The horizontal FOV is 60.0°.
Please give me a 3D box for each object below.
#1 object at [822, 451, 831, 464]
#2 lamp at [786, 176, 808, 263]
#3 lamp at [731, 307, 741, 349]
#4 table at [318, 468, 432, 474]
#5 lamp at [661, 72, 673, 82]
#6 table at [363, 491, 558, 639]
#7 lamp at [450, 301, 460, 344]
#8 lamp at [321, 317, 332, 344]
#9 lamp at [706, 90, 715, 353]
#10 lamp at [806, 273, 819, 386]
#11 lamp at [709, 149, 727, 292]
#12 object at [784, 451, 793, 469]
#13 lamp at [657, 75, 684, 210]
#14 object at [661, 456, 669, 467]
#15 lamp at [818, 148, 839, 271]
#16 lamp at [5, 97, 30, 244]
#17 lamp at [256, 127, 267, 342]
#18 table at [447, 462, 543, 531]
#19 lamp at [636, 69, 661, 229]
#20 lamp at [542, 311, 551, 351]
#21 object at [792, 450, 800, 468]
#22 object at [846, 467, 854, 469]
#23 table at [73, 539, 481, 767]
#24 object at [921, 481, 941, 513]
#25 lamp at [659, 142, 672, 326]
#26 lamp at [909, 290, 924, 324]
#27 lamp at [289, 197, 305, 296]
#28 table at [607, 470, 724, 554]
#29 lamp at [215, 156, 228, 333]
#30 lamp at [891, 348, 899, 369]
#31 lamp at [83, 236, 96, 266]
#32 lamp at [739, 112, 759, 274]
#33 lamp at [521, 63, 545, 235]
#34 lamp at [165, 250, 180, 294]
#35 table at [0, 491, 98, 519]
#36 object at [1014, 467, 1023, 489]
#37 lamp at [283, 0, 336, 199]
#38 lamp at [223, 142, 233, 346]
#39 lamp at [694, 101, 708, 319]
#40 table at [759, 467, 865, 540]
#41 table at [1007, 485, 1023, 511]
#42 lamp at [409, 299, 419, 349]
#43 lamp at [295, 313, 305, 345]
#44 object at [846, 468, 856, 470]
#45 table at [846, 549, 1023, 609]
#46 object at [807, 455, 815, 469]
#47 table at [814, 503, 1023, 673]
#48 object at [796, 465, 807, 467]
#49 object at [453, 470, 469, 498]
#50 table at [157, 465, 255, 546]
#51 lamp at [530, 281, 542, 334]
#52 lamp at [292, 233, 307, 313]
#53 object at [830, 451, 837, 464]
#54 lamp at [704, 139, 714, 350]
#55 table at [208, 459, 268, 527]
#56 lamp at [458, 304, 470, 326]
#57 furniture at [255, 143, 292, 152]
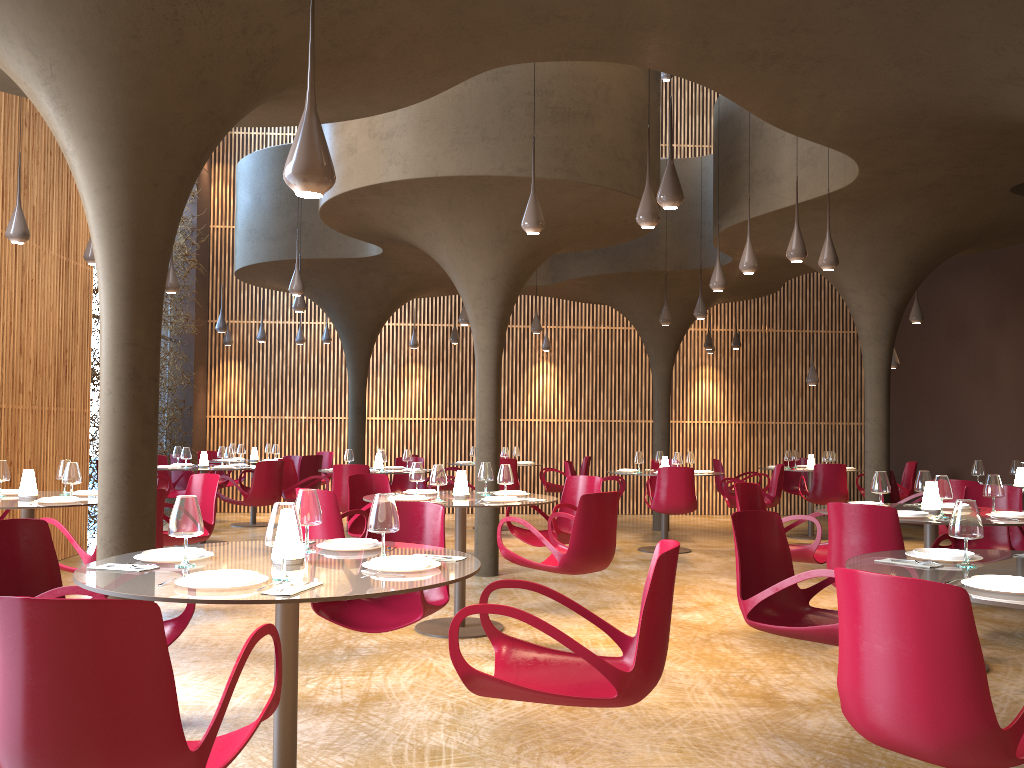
[{"bbox_3d":[5.054,1.232,14.241,0.142,0.295,0.142,0,-2,5],"label":"object"},{"bbox_3d":[2.711,-4.284,8.416,0.196,6.272,0.196,1,-2,-18],"label":"lamp"},{"bbox_3d":[4.360,-3.811,17.194,0.196,6.272,0.196,0,-1,12],"label":"lamp"},{"bbox_3d":[-1.895,1.784,12.540,1.672,1.129,1.674,0,-3,16],"label":"table"},{"bbox_3d":[2.503,-6.006,14.330,0.196,2.222,0.196,0,-2,32],"label":"lamp"},{"bbox_3d":[-0.447,1.545,7.654,1.673,1.129,1.673,3,-3,-40],"label":"table"},{"bbox_3d":[-1.043,-3.891,16.729,0.196,6.272,0.196,0,-1,12],"label":"lamp"},{"bbox_3d":[-3.490,-3.905,16.929,0.196,6.272,0.196,0,-1,12],"label":"lamp"},{"bbox_3d":[4.084,-3.762,18.183,0.196,6.272,0.196,0,-2,22],"label":"lamp"},{"bbox_3d":[4.672,-3.113,13.769,0.196,6.272,0.196,-1,-2,42],"label":"lamp"},{"bbox_3d":[2.385,-4.195,10.197,0.196,6.272,0.196,0,-2,32],"label":"lamp"},{"bbox_3d":[4.532,1.241,14.534,0.142,0.295,0.142,2,-2,-45],"label":"object"},{"bbox_3d":[1.173,-4.401,6.463,0.196,6.272,0.196,0,-2,32],"label":"lamp"},{"bbox_3d":[2.213,1.159,12.820,0.142,0.232,0.144,2,-2,-28],"label":"object"},{"bbox_3d":[3.152,-4.259,8.817,0.196,6.272,0.196,1,-2,-18],"label":"lamp"},{"bbox_3d":[-4.340,-4.382,7.919,0.196,6.272,0.196,0,-1,5],"label":"lamp"},{"bbox_3d":[-4.682,-3.926,16.773,0.196,6.272,0.196,0,-2,22],"label":"lamp"},{"bbox_3d":[-0.298,1.951,15.432,1.672,1.129,1.674,0,-3,6],"label":"table"},{"bbox_3d":[1.107,-4.370,7.077,0.196,6.272,0.196,1,-1,2],"label":"lamp"},{"bbox_3d":[0.728,-3.805,18.033,0.196,6.272,0.196,0,-1,12],"label":"lamp"},{"bbox_3d":[4.806,1.270,15.032,0.142,0.295,0.142,1,-2,-21],"label":"object"},{"bbox_3d":[5.441,1.375,14.466,0.263,0.029,0.263,1,-3,-8],"label":"object"},{"bbox_3d":[-0.977,1.341,3.831,1.672,1.129,1.674,0,-3,19],"label":"table"},{"bbox_3d":[3.162,0.850,6.686,0.142,0.232,0.144,2,-3,-43],"label":"object"},{"bbox_3d":[2.362,-4.022,13.525,0.196,6.272,0.196,0,-2,32],"label":"lamp"},{"bbox_3d":[5.904,-4.016,12.944,0.196,6.272,0.196,-1,-2,42],"label":"lamp"},{"bbox_3d":[-2.587,-4.211,10.863,0.196,6.272,0.196,-1,-2,42],"label":"lamp"},{"bbox_3d":[2.206,1.840,12.803,1.672,1.129,1.674,0,-3,16],"label":"table"},{"bbox_3d":[-4.916,-4.011,15.173,0.196,6.272,0.196,0,-2,22],"label":"lamp"},{"bbox_3d":[5.535,-3.358,12.913,0.196,6.272,0.196,-1,-2,42],"label":"lamp"},{"bbox_3d":[-4.144,-4.327,8.936,0.196,6.272,0.196,0,-1,5],"label":"lamp"},{"bbox_3d":[2.431,-4.254,9.058,0.196,6.272,0.196,0,-2,22],"label":"lamp"},{"bbox_3d":[0.204,-4.366,7.333,0.196,6.272,0.196,1,-1,2],"label":"lamp"},{"bbox_3d":[-4.074,-4.232,10.755,0.196,6.272,0.196,1,-2,-28],"label":"lamp"},{"bbox_3d":[-3.885,1.480,7.091,1.672,1.129,1.673,-2,-3,42],"label":"table"},{"bbox_3d":[5.632,1.038,9.808,0.142,0.232,0.144,-1,-3,44],"label":"object"},{"bbox_3d":[-0.733,-3.848,3.427,0.196,6.272,0.196,0,-1,12],"label":"lamp"},{"bbox_3d":[-5.581,-3.892,17.597,0.196,6.272,0.196,0,-2,22],"label":"lamp"},{"bbox_3d":[2.717,-4.062,12.696,0.196,6.272,0.196,0,-2,32],"label":"lamp"},{"bbox_3d":[4.931,1.962,14.616,1.672,1.129,1.674,0,-3,17],"label":"table"},{"bbox_3d":[5.625,1.718,9.791,1.673,1.129,1.673,2,-3,-35],"label":"table"},{"bbox_3d":[-1.929,-3.843,17.809,0.196,6.272,0.196,0,-2,22],"label":"lamp"},{"bbox_3d":[-4.054,-3.898,17.179,0.196,6.272,0.196,1,-2,-18],"label":"lamp"},{"bbox_3d":[5.441,1.384,14.466,0.332,0.014,0.332,1,-3,-14],"label":"object"},{"bbox_3d":[2.288,1.368,3.703,1.673,1.129,1.673,2,-3,-35],"label":"table"},{"bbox_3d":[4.938,1.281,14.633,0.144,0.232,0.142,1,-2,-8],"label":"object"},{"bbox_3d":[3.154,1.531,6.669,1.673,1.129,1.673,3,-3,-43],"label":"table"},{"bbox_3d":[4.998,1.406,15.158,0.263,0.029,0.263,-1,-3,24],"label":"object"},{"bbox_3d":[-0.440,0.864,7.671,0.142,0.232,0.144,1,-2,-10],"label":"object"},{"bbox_3d":[-4.504,1.777,12.921,1.672,1.129,1.673,-1,-3,39],"label":"table"},{"bbox_3d":[0.434,-3.974,14.834,0.196,6.272,0.196,0,-1,12],"label":"lamp"},{"bbox_3d":[-2.925,-4.134,12.411,0.196,6.272,0.196,-1,-2,42],"label":"lamp"},{"bbox_3d":[5.294,1.255,14.650,0.142,0.295,0.142,1,-2,-15],"label":"object"},{"bbox_3d":[3.863,-3.808,17.345,0.196,6.272,0.196,0,-1,12],"label":"lamp"},{"bbox_3d":[-4.539,1.915,15.577,1.672,1.129,1.673,-1,-3,39],"label":"table"},{"bbox_3d":[-0.696,-4.042,13.746,0.196,6.272,0.196,0,-2,32],"label":"lamp"},{"bbox_3d":[-2.600,-2.947,14.965,3.884,1.046,3.793,2,-3,-26],"label":"furniture"}]
